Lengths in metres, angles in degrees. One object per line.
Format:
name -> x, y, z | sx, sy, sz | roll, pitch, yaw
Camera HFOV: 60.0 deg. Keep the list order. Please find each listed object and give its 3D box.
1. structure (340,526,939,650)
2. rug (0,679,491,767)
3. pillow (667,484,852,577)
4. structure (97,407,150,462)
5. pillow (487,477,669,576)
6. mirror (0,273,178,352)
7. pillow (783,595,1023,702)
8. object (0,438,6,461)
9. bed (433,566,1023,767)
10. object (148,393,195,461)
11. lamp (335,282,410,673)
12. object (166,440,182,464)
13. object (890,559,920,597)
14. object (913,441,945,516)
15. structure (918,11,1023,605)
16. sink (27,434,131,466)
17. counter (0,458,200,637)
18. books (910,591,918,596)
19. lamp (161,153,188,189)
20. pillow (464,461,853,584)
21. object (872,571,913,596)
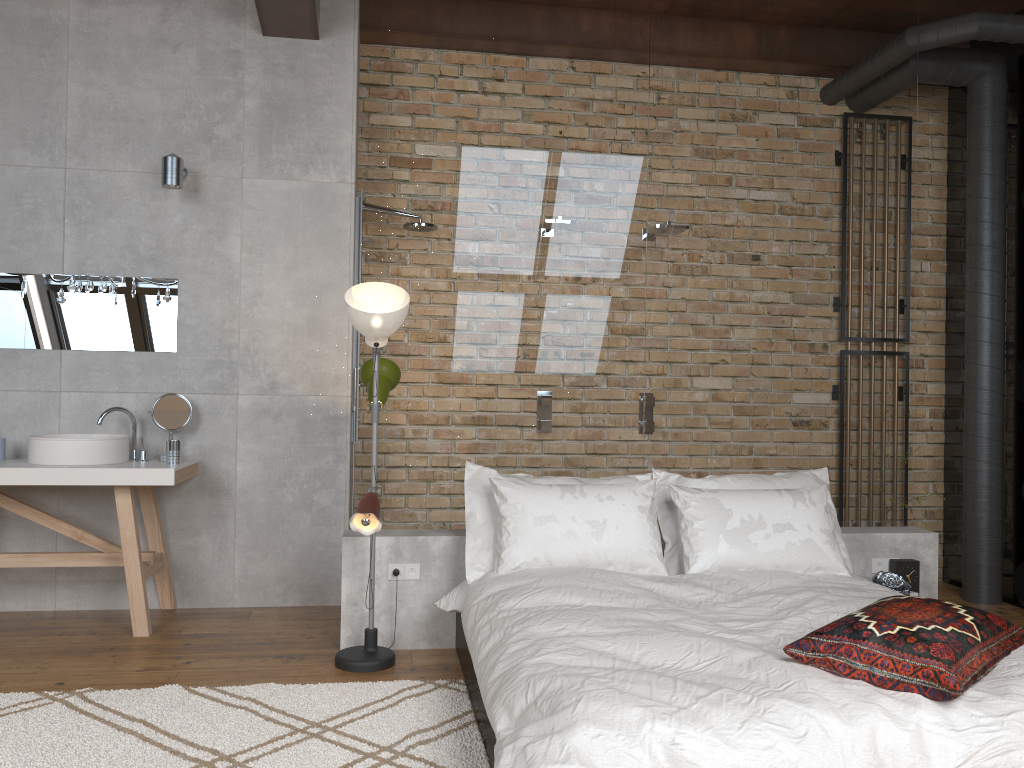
structure -> 0.639, 0.938, 4.159 | 2.820, 0.494, 0.206 | 1, -1, -8
rug -> -1.616, 1.116, 2.382 | 3.139, 0.019, 1.726 | 1, -1, -8
pillow -> 1.058, 0.635, 3.818 | 0.748, 0.385, 0.291 | 1, -1, -9
structure -> -1.918, 0.246, 4.400 | 0.242, 0.268, 0.141 | 1, -1, -14
pillow -> 0.273, 0.597, 3.700 | 0.744, 0.397, 0.276 | 1, -1, -9
mirror -> -2.629, -0.369, 4.422 | 1.838, 0.377, 0.007 | 1, -1, -8
pillow -> 1.149, 0.724, 2.528 | 0.453, 0.157, 0.748 | 0, -1, 42
object -> -2.477, 0.316, 4.269 | 0.075, 0.108, 0.075 | 1, -1, 12
bed -> 0.940, 0.955, 3.002 | 2.300, 0.442, 2.169 | 1, -1, -8
object -> -1.710, 0.215, 4.449 | 0.118, 0.338, 0.192 | 0, -1, 38
lamp -> -0.592, 0.368, 3.723 | 0.270, 1.582, 0.561 | 1, -1, -12
object -> -1.638, 0.328, 4.296 | 0.073, 0.111, 0.073 | 1, -1, -16
object -> 1.850, 0.919, 4.178 | 0.116, 0.178, 0.067 | 1, -1, -6
object -> 2.340, 0.670, 5.274 | 0.228, 1.117, 0.517 | 2, -1, -38
structure -> 2.390, -0.341, 5.008 | 0.829, 3.140, 1.189 | 1, -1, -8
sink -> -2.070, 0.312, 4.247 | 0.442, 0.128, 0.445 | 2, -1, -44
counter -> -2.573, 0.749, 4.167 | 2.011, 0.765, 0.630 | 1, -1, -8
books -> 1.707, 0.949, 4.026 | 0.184, 0.030, 0.175 | 1, -1, -25
lamp -> -1.694, -1.059, 4.467 | 0.101, 0.168, 0.243 | 1, -1, -8
pillow -> 0.651, 0.613, 3.925 | 1.746, 0.517, 0.358 | 1, -1, -9
object -> 1.697, 0.894, 3.963 | 0.170, 0.094, 0.160 | 1, -1, 3
